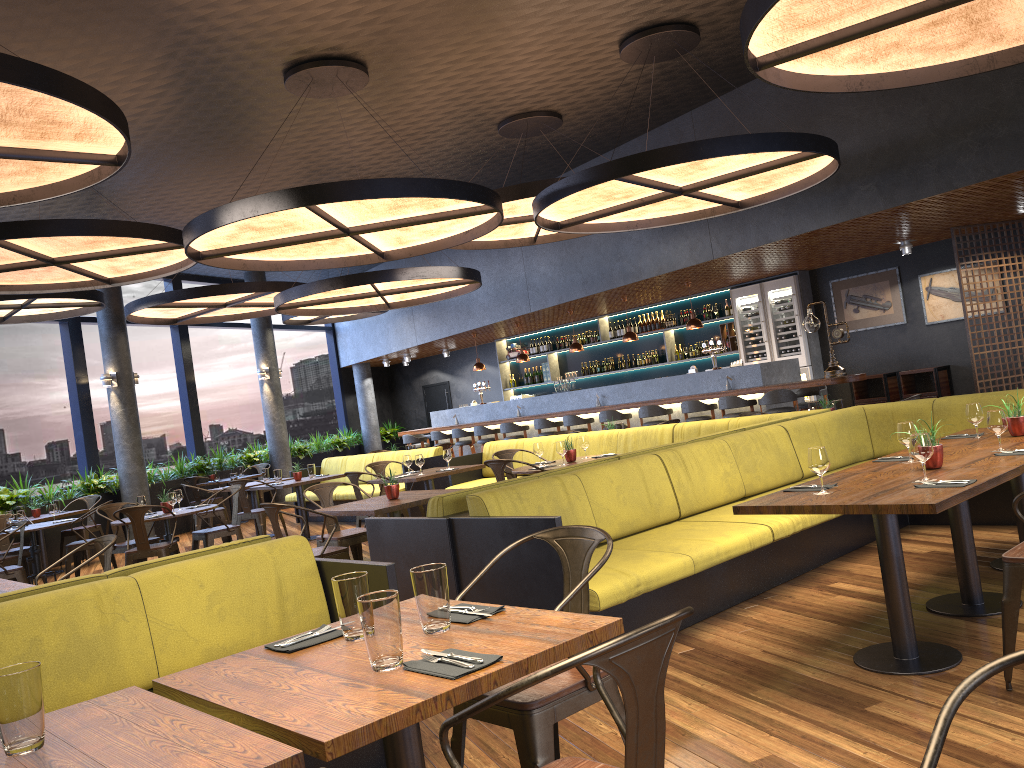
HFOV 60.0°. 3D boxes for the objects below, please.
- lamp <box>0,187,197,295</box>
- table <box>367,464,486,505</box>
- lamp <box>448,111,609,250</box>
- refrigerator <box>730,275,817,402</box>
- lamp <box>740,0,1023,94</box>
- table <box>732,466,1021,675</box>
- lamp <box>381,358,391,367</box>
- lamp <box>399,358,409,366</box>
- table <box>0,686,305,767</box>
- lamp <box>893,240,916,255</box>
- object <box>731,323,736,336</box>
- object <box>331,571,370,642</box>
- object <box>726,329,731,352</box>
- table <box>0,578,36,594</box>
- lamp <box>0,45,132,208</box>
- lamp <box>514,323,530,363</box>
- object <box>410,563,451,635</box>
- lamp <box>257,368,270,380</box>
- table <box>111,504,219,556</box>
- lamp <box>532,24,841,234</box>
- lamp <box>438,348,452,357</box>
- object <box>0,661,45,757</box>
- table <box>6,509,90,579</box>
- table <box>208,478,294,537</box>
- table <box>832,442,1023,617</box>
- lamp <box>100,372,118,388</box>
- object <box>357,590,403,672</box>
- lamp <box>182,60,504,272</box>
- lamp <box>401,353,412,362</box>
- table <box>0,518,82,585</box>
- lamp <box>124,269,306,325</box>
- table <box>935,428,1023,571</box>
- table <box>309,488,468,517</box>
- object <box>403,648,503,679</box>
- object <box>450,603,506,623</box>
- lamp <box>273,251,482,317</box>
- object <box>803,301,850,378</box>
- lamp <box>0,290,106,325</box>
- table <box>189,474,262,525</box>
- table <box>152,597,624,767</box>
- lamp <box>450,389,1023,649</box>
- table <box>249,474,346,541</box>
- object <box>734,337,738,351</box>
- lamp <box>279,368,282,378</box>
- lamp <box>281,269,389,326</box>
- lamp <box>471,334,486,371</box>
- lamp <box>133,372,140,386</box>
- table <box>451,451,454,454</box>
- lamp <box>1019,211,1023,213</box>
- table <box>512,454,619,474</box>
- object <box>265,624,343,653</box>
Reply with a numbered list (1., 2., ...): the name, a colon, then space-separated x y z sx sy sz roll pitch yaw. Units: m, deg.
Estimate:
1. lamp: -4.651 -1.725 8.867 2.778 1.159 2.778 -9 -1 25
2. table: -0.850 1.306 9.298 0.906 0.763 0.887 -7 -2 -43
3. lamp: 0.289 -2.417 10.146 2.778 1.159 2.778 -8 -1 8
4. refrigerator: 4.126 -0.537 13.790 0.454 2.109 1.159 -7 -2 -42
5. lamp: 2.449 -2.673 4.352 2.778 1.475 2.778 -7 -2 -42
6. table: 1.658 0.829 3.910 0.906 0.763 0.887 -7 -2 -43
7. lamp: -2.766 -0.473 19.513 0.228 0.172 0.228 -7 -2 -42
8. lamp: -2.432 -0.505 20.322 0.228 0.172 0.228 -7 -2 -42
9. table: -0.968 1.165 1.706 0.887 0.763 0.906 -7 -2 -43
10. lamp: 5.176 -1.792 11.649 0.228 0.172 0.228 -7 -2 -42
11. object: 3.610 -0.880 14.366 0.097 0.206 0.097 -8 -1 -2
12. object: -0.445 0.628 2.497 0.102 0.178 0.102 -8 -1 -7
13. object: 3.535 -0.709 14.469 0.091 0.369 0.092 -9 -1 17
14. table: -3.069 1.533 4.698 0.887 0.763 0.906 -7 -2 -43
15. lamp: -3.824 -1.921 5.235 2.778 1.159 2.778 -9 -1 38
16. lamp: 0.146 -0.718 15.450 0.250 0.673 0.250 -8 -1 -10
17. object: -0.219 0.594 2.449 0.102 0.178 0.102 -9 -1 33
18. lamp: -4.679 -0.189 16.588 0.215 0.215 0.189 -8 -1 8
19. table: -3.405 1.668 8.849 1.007 0.760 1.007 -9 -1 35
20. lamp: 1.476 -2.450 8.239 2.778 1.475 2.778 -7 -2 -38
21. lamp: -1.427 -0.674 19.207 0.228 0.172 0.228 -7 -2 -42
22. object: -1.068 0.707 1.924 0.102 0.178 0.102 -8 -1 -7
23. table: -6.200 2.133 11.657 0.887 0.763 0.906 -9 -1 22
24. table: -3.566 1.764 12.335 0.906 0.763 0.887 -7 -2 -43
25. table: 2.318 0.746 4.523 0.906 0.763 0.887 -7 -2 -43
26. lamp: -6.077 -0.055 13.297 0.215 0.215 0.189 -9 -1 15
27. object: -0.315 0.602 2.158 0.102 0.178 0.102 -9 -1 33
28. lamp: -1.553 -2.017 7.914 2.778 1.475 2.778 -8 -1 7
29. lamp: -2.223 -0.565 18.885 0.228 0.172 0.228 -7 -2 -42
30. table: -5.282 1.962 9.847 1.007 0.760 1.007 -9 -2 41
31. lamp: -4.335 -1.681 13.213 2.778 1.159 2.778 -8 -1 -7
32. table: 2.982 0.662 5.134 0.906 0.763 0.887 -7 -2 -43
33. table: -0.870 1.255 6.720 0.887 0.763 0.906 -7 -2 -43
34. object: -0.158 0.659 2.125 0.157 0.019 0.255 -7 -2 -43
35. object: -0.126 0.664 2.592 0.157 0.019 0.255 -7 -2 -43
36. lamp: -1.886 -1.883 12.005 2.778 1.475 2.778 -9 -1 12
37. object: 3.833 -0.549 10.772 0.566 0.944 0.263 -9 -2 40
38. lamp: -6.430 -1.471 11.523 1.979 1.093 1.979 -9 -1 11
39. table: -4.779 1.998 15.088 0.887 0.763 0.906 -9 -1 22
40. table: -0.284 1.078 2.335 0.887 0.763 0.906 -7 -2 -43
41. lamp: 3.908 -0.426 6.674 9.057 2.714 3.017 -7 -2 -42
42. table: -2.703 1.619 11.378 0.887 0.763 0.906 -7 -2 -43
43. object: 3.643 -0.649 14.361 0.097 0.206 0.097 -8 -1 -2
44. lamp: -4.523 -0.201 17.130 0.215 0.215 0.189 -9 -1 27
45. lamp: -3.384 -1.806 16.693 1.979 1.093 1.979 -9 -1 11
46. lamp: -0.647 -0.584 16.331 0.250 0.673 0.250 -9 -1 35
47. lamp: -5.900 -0.069 13.831 0.215 0.215 0.189 -9 -1 23
48. table: -1.458 1.480 13.393 0.906 0.763 0.887 -7 -2 -43
49. lamp: 6.054 -1.947 10.304 0.228 0.172 0.228 -7 -2 -42
50. table: 0.550 1.073 7.877 1.007 0.760 1.007 -8 -1 -5
51. object: -0.576 0.730 2.578 0.255 0.019 0.157 -7 -2 -43
